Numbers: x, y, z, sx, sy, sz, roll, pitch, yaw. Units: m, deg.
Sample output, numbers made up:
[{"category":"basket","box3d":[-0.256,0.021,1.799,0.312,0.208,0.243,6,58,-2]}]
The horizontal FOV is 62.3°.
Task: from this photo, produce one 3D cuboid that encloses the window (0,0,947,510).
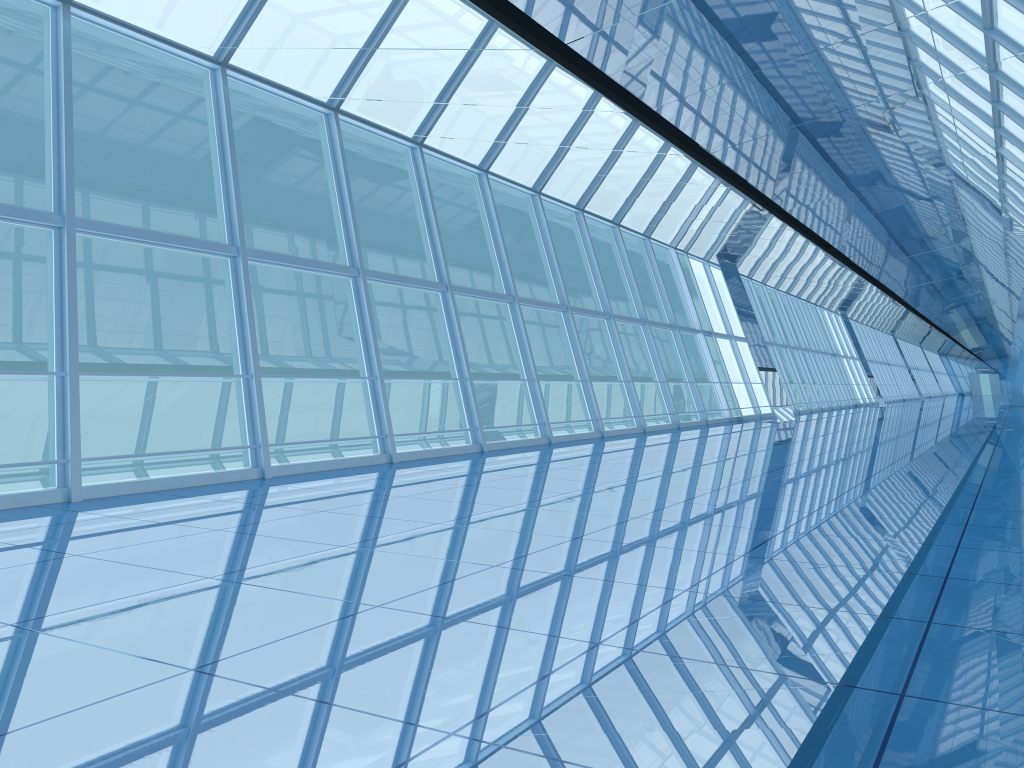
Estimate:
[{"category":"window","box3d":[22.901,-1.334,44.424,9.818,4.926,107.180,-1,-1,31]}]
